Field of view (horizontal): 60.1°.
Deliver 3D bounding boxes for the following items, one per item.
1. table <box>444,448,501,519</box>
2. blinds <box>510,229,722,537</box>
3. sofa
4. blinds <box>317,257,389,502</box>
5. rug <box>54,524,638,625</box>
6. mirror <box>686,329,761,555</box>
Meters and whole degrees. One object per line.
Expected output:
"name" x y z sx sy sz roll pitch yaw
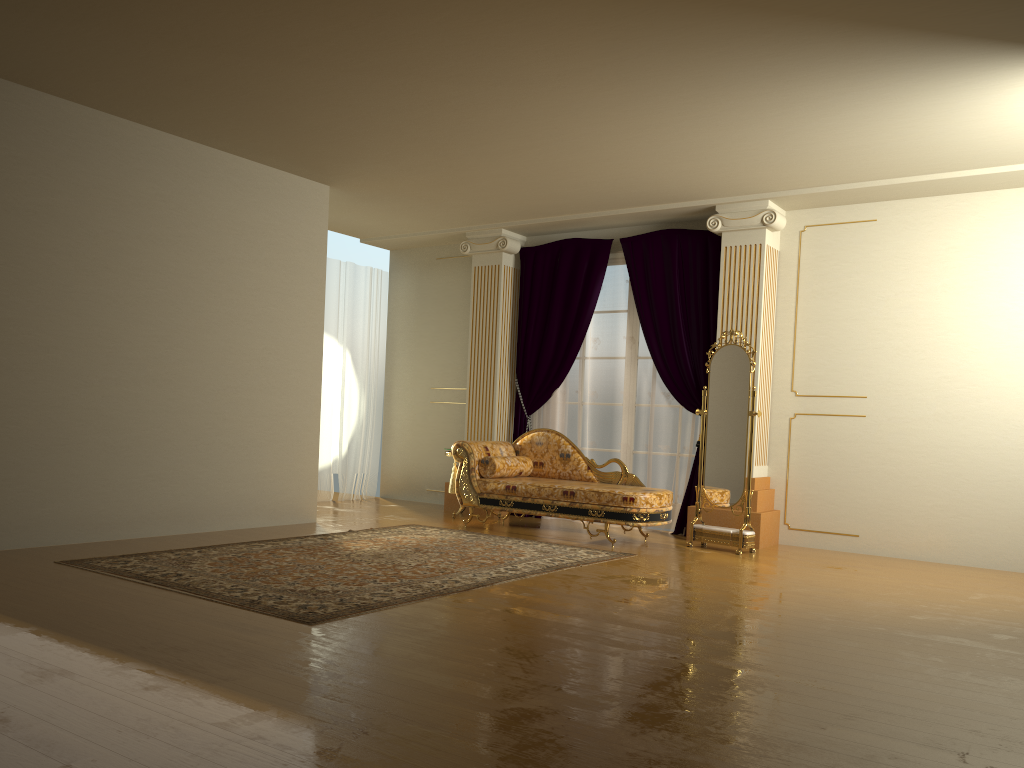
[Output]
"table" -0.365 0.933 8.295 0.571 0.643 0.571 3 0 -10
"blinds" 0.937 -0.022 8.077 2.231 2.656 0.339 3 1 36
"sofa" 0.401 0.806 7.272 1.890 0.872 0.694 1 -1 35
"blinds" -2.008 -0.047 8.889 0.163 2.508 2.169 4 1 37
"rug" -0.844 1.106 5.652 2.114 0.017 3.084 1 -3 35
"mirror" 1.641 0.427 6.773 0.243 1.702 0.540 1 2 -45
